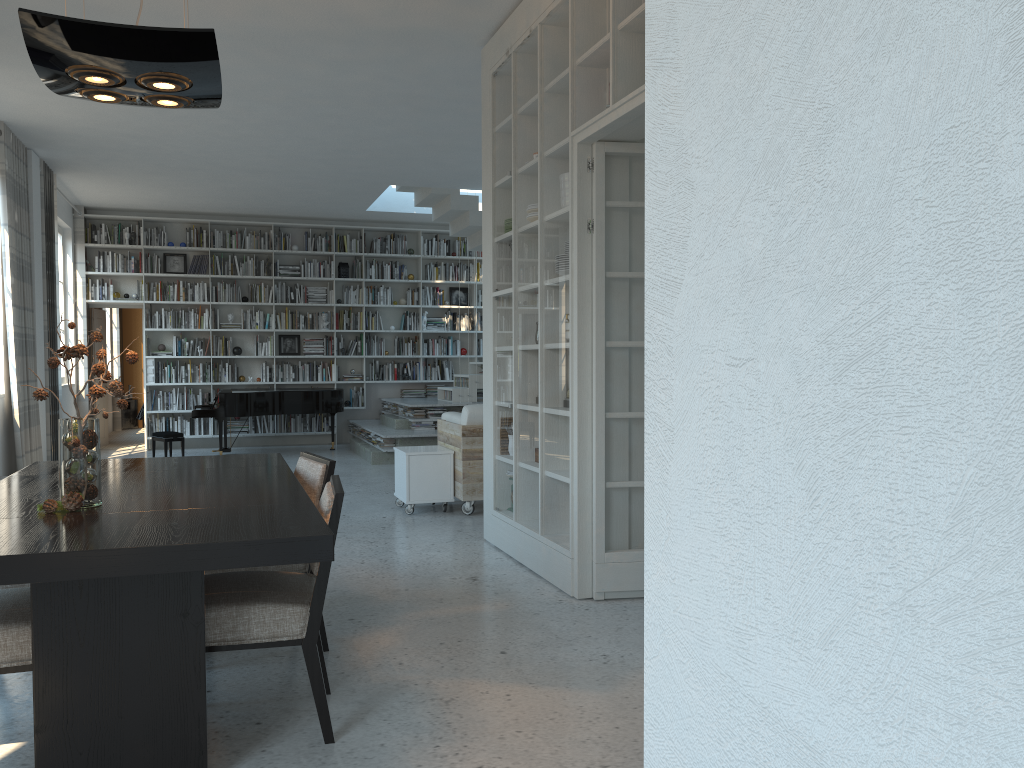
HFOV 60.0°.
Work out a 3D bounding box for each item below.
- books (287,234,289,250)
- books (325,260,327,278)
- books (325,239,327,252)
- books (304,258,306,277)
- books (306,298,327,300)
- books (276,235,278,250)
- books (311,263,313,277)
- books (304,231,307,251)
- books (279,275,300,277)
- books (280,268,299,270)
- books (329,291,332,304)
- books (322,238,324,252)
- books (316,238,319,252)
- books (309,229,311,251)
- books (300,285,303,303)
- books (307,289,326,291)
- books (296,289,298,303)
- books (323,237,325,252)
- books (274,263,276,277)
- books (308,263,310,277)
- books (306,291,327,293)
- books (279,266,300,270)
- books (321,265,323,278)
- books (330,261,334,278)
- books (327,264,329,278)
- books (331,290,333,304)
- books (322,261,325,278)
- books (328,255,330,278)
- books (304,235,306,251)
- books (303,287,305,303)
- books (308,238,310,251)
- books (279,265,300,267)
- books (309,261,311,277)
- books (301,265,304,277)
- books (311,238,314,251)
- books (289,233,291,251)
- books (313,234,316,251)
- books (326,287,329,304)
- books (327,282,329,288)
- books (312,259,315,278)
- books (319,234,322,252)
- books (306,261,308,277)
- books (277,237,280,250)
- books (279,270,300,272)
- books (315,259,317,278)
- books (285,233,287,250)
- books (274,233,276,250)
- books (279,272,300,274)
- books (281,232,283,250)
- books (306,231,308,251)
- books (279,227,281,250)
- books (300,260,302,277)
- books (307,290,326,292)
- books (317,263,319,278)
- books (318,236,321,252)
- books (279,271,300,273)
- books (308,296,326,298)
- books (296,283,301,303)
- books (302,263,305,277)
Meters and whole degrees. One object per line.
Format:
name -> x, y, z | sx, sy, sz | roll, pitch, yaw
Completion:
books -> -3.179, -1.997, 12.576 | 0.005, 0.255, 0.168 | -1, 2, -18
books -> -2.686, -1.639, 12.760 | 0.029, 0.261, 0.133 | -1, 2, -18
books -> -2.684, -1.978, 12.758 | 0.014, 0.204, 0.135 | -1, 2, -18
books -> -2.951, -1.647, 12.647 | 0.011, 0.284, 0.190 | -1, 2, -18
books -> -2.808, -1.220, 12.733 | 0.285, 0.012, 0.159 | -1, 2, -21
books -> -3.332, -1.982, 12.539 | 0.023, 0.228, 0.157 | -1, 2, -18
books -> -2.871, -1.616, 12.692 | 0.028, 0.219, 0.183 | -1, 2, -18
books -> -2.944, -2.019, 12.647 | 0.014, 0.292, 0.176 | -1, 2, -18
books -> -3.164, -1.533, 12.605 | 0.285, 0.012, 0.159 | -1, 2, -15
books -> -3.162, -1.624, 12.600 | 0.254, 0.025, 0.161 | -1, 2, -22
books -> -2.629, -1.242, 12.793 | 0.029, 0.198, 0.172 | -1, 2, -18
books -> -2.715, -1.976, 12.708 | 0.023, 0.202, 0.193 | -1, 2, -18
books -> -2.790, -1.976, 12.701 | 0.033, 0.203, 0.166 | -1, 2, -18
books -> -2.883, -2.039, 12.664 | 0.010, 0.331, 0.186 | -1, 2, -18
books -> -3.006, -1.272, 12.651 | 0.021, 0.269, 0.191 | -1, 2, -18
books -> -2.810, -1.343, 12.731 | 0.254, 0.012, 0.161 | -1, 2, -16
books -> -3.069, -1.246, 12.644 | 0.024, 0.217, 0.147 | -1, 2, -18
books -> -2.705, -1.993, 12.757 | 0.026, 0.234, 0.137 | -1, 2, -18
books -> -3.347, -1.601, 12.528 | 0.027, 0.201, 0.167 | -1, 2, -18
books -> -2.907, -1.614, 12.677 | 0.027, 0.216, 0.190 | -1, 2, -18
books -> -2.811, -1.317, 12.734 | 0.285, 0.012, 0.159 | -1, 2, -19
books -> -3.164, -1.648, 12.603 | 0.285, 0.024, 0.159 | -1, 2, -16
books -> -2.738, -1.602, 12.728 | 0.029, 0.188, 0.176 | -1, 2, -18
books -> -2.584, -1.627, 12.721 | 0.037, 0.237, 0.272 | -1, 2, -18
books -> -2.654, -1.610, 12.757 | 0.029, 0.202, 0.191 | -1, 2, -18
books -> -2.602, -1.246, 12.807 | 0.030, 0.205, 0.158 | -1, 2, -18
books -> -2.709, -1.632, 12.736 | 0.032, 0.248, 0.173 | -1, 2, -18
books -> -2.637, -1.676, 12.769 | 0.012, 0.334, 0.155 | -1, 2, -18
books -> -2.962, -1.995, 12.661 | 0.012, 0.245, 0.151 | -1, 2, -18
books -> -2.968, -1.261, 12.671 | 0.015, 0.245, 0.183 | -1, 2, -18
books -> -2.909, -1.978, 12.682 | 0.031, 0.208, 0.146 | -1, 2, -18
books -> -3.165, -1.673, 12.607 | 0.285, 0.024, 0.159 | -1, 2, -18
books -> -2.893, -1.628, 12.695 | 0.012, 0.244, 0.131 | -1, 2, -18
books -> -2.995, -1.598, 12.647 | 0.025, 0.187, 0.193 | -1, 2, -18
books -> -2.856, -1.979, 12.681 | 0.050, 0.211, 0.172 | -1, 2, -18
books -> -3.151, -1.998, 12.588 | 0.011, 0.256, 0.143 | -1, 2, -18
books -> -2.825, -2.009, 12.709 | 0.028, 0.270, 0.140 | -1, 2, -18
books -> -2.656, -1.269, 12.769 | 0.012, 0.254, 0.161 | -1, 2, -18
books -> -2.650, -1.302, 12.787 | 0.012, 0.319, 0.139 | -1, 2, -18
books -> -2.850, -1.644, 12.719 | 0.029, 0.273, 0.140 | -1, 2, -18
books -> -2.744, -2.010, 12.705 | 0.010, 0.270, 0.180 | -1, 2, -18
books -> -2.941, -1.624, 12.668 | 0.021, 0.237, 0.171 | -1, 2, -18
books -> -3.305, -1.965, 12.536 | 0.026, 0.194, 0.166 | -1, 2, -18
books -> -3.161, -1.599, 12.598 | 0.285, 0.024, 0.159 | -1, 2, -13
books -> -2.819, -1.642, 12.708 | 0.023, 0.269, 0.184 | -1, 2, -18
books -> -3.204, -2.002, 12.574 | 0.013, 0.264, 0.147 | -1, 2, -18
books -> -3.349, -1.994, 12.513 | 0.026, 0.253, 0.185 | -1, 2, -18
books -> -3.164, -1.570, 12.604 | 0.285, 0.012, 0.159 | -1, 2, -21
books -> -3.252, -2.001, 12.545 | 0.011, 0.265, 0.163 | -1, 2, -18
books -> -2.925, -2.021, 12.662 | 0.011, 0.296, 0.157 | -1, 2, -18
books -> -3.291, -2.039, 12.552 | 0.014, 0.341, 0.145 | -1, 2, -18
books -> -3.014, -1.631, 12.644 | 0.012, 0.254, 0.161 | -1, 2, -18
books -> -2.808, -1.329, 12.725 | 0.254, 0.012, 0.161 | -1, 1, -13
books -> -2.794, -1.618, 12.707 | 0.023, 0.223, 0.190 | -1, 2, -18
books -> -2.764, -1.993, 12.714 | 0.023, 0.236, 0.154 | -1, 2, -18
books -> -3.165, -1.582, 12.605 | 0.285, 0.012, 0.159 | -1, 2, -20
books -> -2.809, -1.244, 12.735 | 0.254, 0.012, 0.161 | -1, 2, -20
books -> -3.044, -1.283, 12.653 | 0.049, 0.291, 0.162 | -1, 2, -18
books -> -2.981, -1.617, 12.682 | 0.024, 0.223, 0.128 | -1, 2, -18
